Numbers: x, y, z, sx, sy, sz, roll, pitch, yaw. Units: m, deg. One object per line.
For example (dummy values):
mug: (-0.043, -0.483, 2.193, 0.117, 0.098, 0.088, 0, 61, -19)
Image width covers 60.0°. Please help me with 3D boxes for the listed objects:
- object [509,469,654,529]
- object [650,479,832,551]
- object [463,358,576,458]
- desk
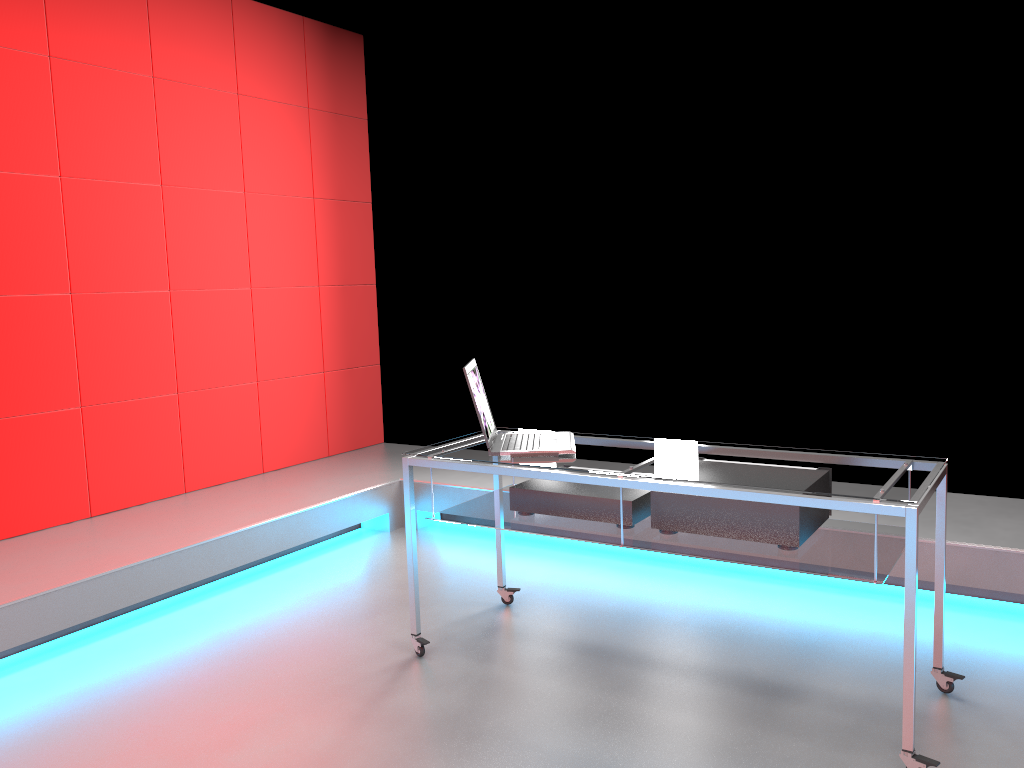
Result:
object: (0.273, 0.367, 2.913, 0.435, 0.092, 0.365, 2, 8, 33)
object: (0.689, 0.349, 2.646, 0.431, 0.158, 0.371, 2, 8, 33)
object: (0.031, 0.067, 2.905, 0.340, 0.285, 0.342, -2, 6, 3)
desk: (0.474, 0.562, 2.736, 1.617, 0.690, 0.594, 2, 8, 33)
